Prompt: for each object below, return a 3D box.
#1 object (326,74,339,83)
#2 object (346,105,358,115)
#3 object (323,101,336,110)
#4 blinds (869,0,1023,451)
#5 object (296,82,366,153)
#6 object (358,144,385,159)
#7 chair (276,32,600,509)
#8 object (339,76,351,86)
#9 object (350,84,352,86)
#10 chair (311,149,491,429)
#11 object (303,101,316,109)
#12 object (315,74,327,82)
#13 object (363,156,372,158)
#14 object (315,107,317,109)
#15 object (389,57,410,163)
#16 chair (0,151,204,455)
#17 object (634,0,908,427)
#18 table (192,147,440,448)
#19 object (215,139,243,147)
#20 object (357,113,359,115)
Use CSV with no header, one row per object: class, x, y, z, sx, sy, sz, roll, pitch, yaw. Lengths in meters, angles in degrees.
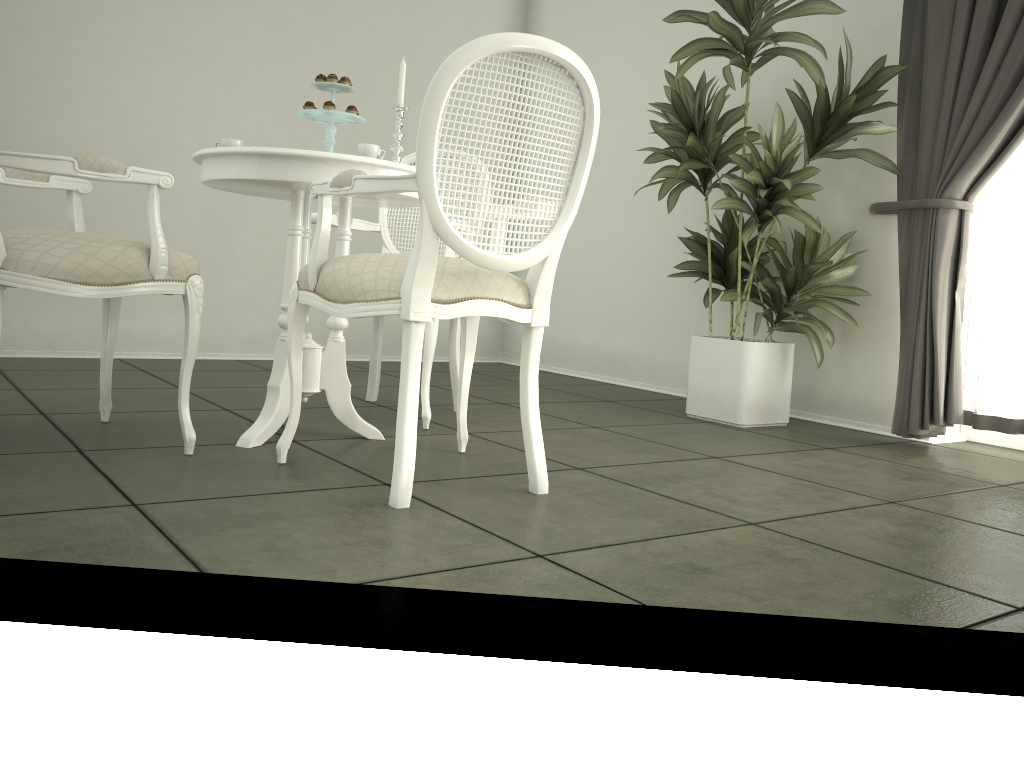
object,-0.542,-0.921,2.666,0.039,0.032,0.040,2,5,-30
object,-0.485,-0.829,2.678,0.039,0.032,0.040,3,4,-15
object,-0.545,-0.829,2.635,0.039,0.032,0.039,5,4,15
blinds,2.635,-0.868,2.334,0.658,2.596,3.683,3,4,-36
object,-0.556,-0.787,2.708,0.210,0.248,0.211,4,3,-4
object,-0.408,-0.665,2.556,0.078,0.049,0.063,4,4,-4
chair,-0.165,-0.282,2.227,0.594,1.062,0.694,3,3,-36
object,-0.509,-0.921,2.690,0.039,0.032,0.039,5,4,10
object,-0.513,-0.926,2.731,0.039,0.032,0.040,3,4,-15
chair,-0.423,-0.424,3.383,0.596,1.062,0.690,5,2,19
object,-0.612,-0.837,2.664,0.039,0.032,0.039,5,4,20
object,-0.579,-0.925,2.682,0.039,0.032,0.040,3,4,-15
object,-0.417,-0.642,2.556,0.119,0.016,0.118,10,8,43
object,-0.619,-0.845,2.737,0.039,0.032,0.039,5,4,15
object,-0.346,-0.831,2.723,0.088,0.364,0.087,5,1,31
chair,-1.226,-0.366,2.309,0.598,1.062,0.689,6,3,44
object,1.009,-0.889,3.828,1.037,2.093,1.167,4,2,-18
table,-0.618,-0.251,2.713,0.739,0.828,0.744,2,4,-39
object,-0.837,-0.697,2.614,0.077,0.049,0.063,2,5,-26
object,-0.493,-0.838,2.751,0.039,0.032,0.039,4,4,5
